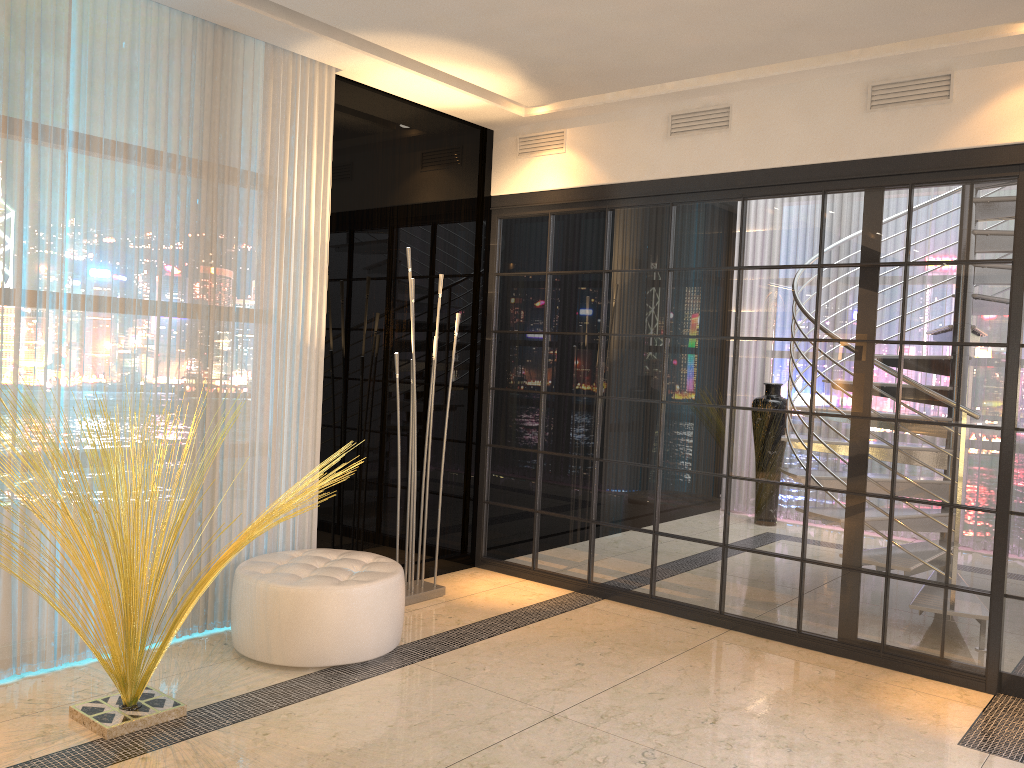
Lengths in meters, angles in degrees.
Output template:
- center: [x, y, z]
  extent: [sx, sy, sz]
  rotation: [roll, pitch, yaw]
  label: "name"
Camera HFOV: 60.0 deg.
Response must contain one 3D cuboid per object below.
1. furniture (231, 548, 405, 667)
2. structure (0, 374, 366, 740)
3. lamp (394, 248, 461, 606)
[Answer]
- center: [-0.835, 0.948, 3.850]
  extent: [0.735, 0.357, 0.735]
  rotation: [3, 2, 11]
  label: "furniture"
- center: [-1.159, 0.569, 2.901]
  extent: [1.282, 1.142, 1.275]
  rotation: [3, 2, -5]
  label: "structure"
- center: [-0.480, 0.220, 4.615]
  extent: [0.200, 1.801, 0.418]
  rotation: [4, 2, 39]
  label: "lamp"
